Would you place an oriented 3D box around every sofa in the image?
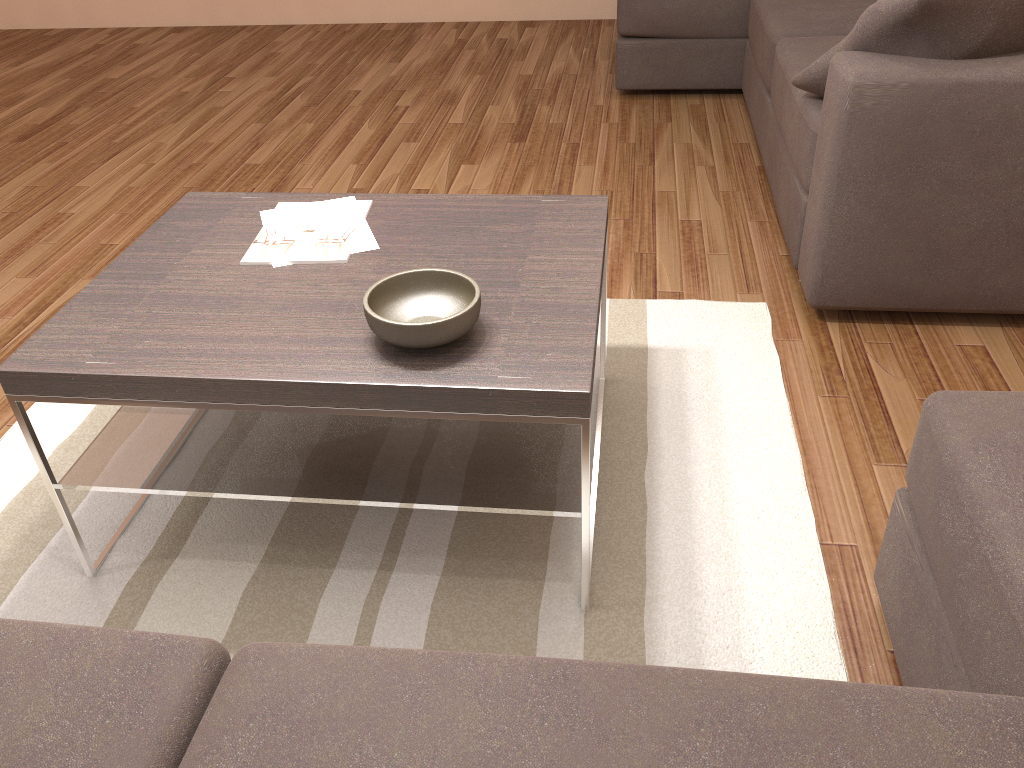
[{"bbox_3d":[0.093,0.648,0.926,3.565,0.776,1.906,2,35,7],"label":"sofa"},{"bbox_3d":[1.401,-1.476,3.918,1.906,0.776,3.565,2,35,7],"label":"sofa"}]

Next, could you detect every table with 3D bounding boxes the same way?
[{"bbox_3d":[-0.351,-0.019,2.089,1.110,0.558,0.856,2,35,7],"label":"table"}]

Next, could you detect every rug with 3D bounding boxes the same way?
[{"bbox_3d":[-0.346,0.209,2.252,2.122,0.024,1.791,2,35,7],"label":"rug"}]

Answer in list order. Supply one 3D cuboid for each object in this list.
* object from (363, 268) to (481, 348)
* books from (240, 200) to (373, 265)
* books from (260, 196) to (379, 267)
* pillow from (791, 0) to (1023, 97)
[{"bbox_3d":[-0.167,-0.133,1.676,0.219,0.081,0.219,5,35,11],"label":"object"},{"bbox_3d":[-0.478,-0.363,2.102,0.241,0.010,0.332,-1,35,3],"label":"books"},{"bbox_3d":[-0.467,-0.366,2.118,0.241,0.008,0.332,-13,36,-14],"label":"books"},{"bbox_3d":[1.277,-1.037,2.571,0.749,0.470,0.560,-15,36,-16],"label":"pillow"}]
